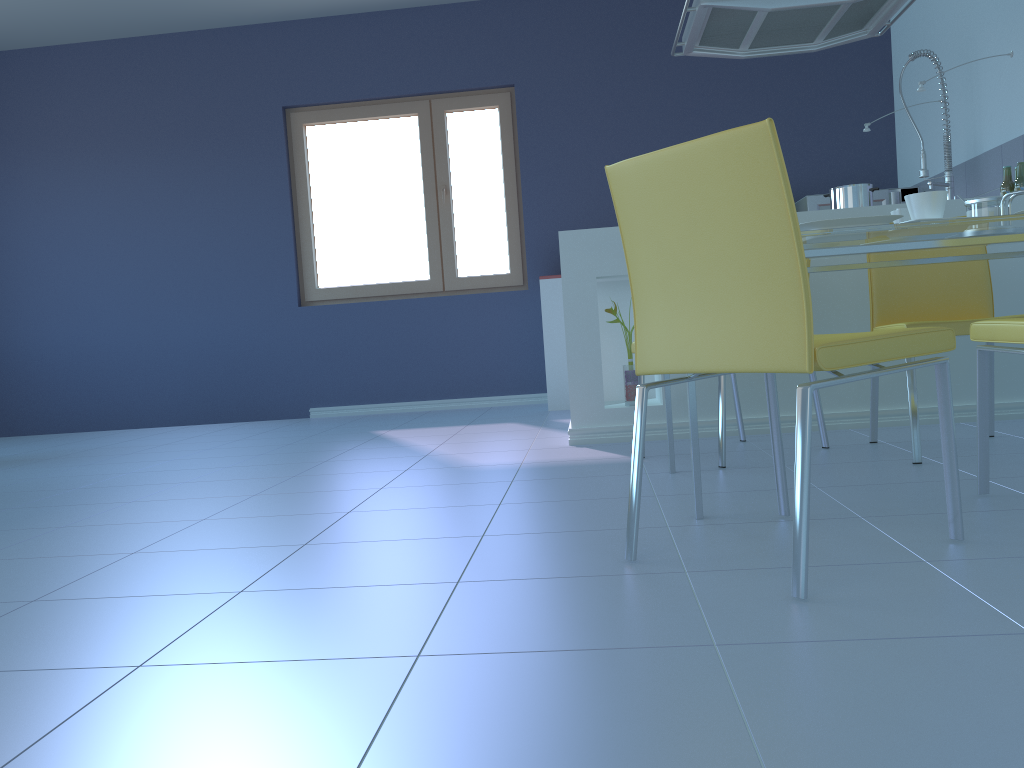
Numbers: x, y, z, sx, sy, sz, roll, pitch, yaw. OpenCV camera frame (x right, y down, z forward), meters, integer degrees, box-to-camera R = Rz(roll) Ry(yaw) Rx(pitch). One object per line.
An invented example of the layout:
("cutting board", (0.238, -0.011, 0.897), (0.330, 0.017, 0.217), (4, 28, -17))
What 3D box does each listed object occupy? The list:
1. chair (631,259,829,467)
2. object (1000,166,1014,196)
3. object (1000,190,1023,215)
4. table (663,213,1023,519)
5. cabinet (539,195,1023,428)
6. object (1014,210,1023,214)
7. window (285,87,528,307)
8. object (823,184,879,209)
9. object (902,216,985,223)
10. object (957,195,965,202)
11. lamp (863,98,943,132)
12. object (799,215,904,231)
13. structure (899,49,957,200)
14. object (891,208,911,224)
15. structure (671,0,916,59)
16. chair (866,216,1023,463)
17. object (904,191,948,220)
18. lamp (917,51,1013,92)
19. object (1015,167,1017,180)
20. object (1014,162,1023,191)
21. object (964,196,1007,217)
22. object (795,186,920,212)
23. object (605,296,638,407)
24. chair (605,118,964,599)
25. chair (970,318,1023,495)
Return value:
("chair", (0.689, -0.131, 2.811), (0.484, 0.695, 0.387), (-6, 3, -31))
("object", (1.903, -0.739, 3.401), (0.052, 0.190, 0.052), (-6, 3, -30))
("object", (1.142, -0.407, 2.111), (0.123, 0.081, 0.166), (-4, 3, -3))
("table", (0.985, -0.061, 2.155), (1.173, 0.590, 0.730), (-4, 3, 5))
("cabinet", (1.194, -0.289, 4.328), (2.139, 0.800, 2.200), (-4, 3, 5))
("object", (1.212, -0.370, 1.884), (0.228, 0.020, 0.228), (-4, 3, 2))
("window", (-0.668, -1.171, 5.614), (1.475, 1.263, 0.142), (-4, 3, 5))
("object", (1.306, -0.703, 3.412), (0.170, 0.106, 0.157), (-5, 3, -12))
("object", (0.951, -0.359, 2.039), (0.194, 0.020, 0.190), (-5, 3, -14))
("object", (1.125, -0.427, 2.160), (0.023, 0.079, 0.077), (-6, 3, -30))
("lamp", (2.022, -1.394, 4.595), (0.400, 0.134, 0.037), (-4, 3, 5))
("object", (0.718, -0.338, 1.930), (0.228, 0.020, 0.228), (-4, 3, 2))
("structure", (2.010, -1.154, 4.236), (0.178, 0.920, 0.308), (-4, 3, 4))
("object", (1.028, -0.411, 2.308), (0.111, 0.083, 0.091), (-5, 3, -13))
("structure", (1.076, -1.864, 3.469), (0.895, 0.962, 0.695), (-4, 3, 5))
("chair", (1.276, -0.160, 2.580), (0.387, 0.695, 0.484), (-4, 3, 8))
("object", (0.954, -0.392, 2.024), (0.111, 0.083, 0.091), (-5, 3, -23))
("lamp", (1.954, -1.352, 3.832), (0.400, 0.134, 0.037), (-4, 3, 5))
("object", (1.963, -0.744, 3.428), (0.052, 0.190, 0.052), (-6, 3, -30))
("object", (1.906, -0.733, 3.313), (0.052, 0.187, 0.052), (-3, 3, 24))
("object", (1.141, -0.408, 2.133), (0.090, 0.071, 0.087), (-6, 3, -30))
("object", (1.981, -0.911, 5.114), (0.611, 0.350, 0.367), (-4, 3, 5))
("object", (0.442, -0.128, 3.345), (0.229, 0.423, 0.067), (-2, 4, 36))
("chair", (0.463, -0.052, 1.549), (0.484, 0.695, 0.387), (-6, 4, -37))
("chair", (1.168, -0.107, 1.665), (0.387, 0.695, 0.484), (-4, 3, 3))
